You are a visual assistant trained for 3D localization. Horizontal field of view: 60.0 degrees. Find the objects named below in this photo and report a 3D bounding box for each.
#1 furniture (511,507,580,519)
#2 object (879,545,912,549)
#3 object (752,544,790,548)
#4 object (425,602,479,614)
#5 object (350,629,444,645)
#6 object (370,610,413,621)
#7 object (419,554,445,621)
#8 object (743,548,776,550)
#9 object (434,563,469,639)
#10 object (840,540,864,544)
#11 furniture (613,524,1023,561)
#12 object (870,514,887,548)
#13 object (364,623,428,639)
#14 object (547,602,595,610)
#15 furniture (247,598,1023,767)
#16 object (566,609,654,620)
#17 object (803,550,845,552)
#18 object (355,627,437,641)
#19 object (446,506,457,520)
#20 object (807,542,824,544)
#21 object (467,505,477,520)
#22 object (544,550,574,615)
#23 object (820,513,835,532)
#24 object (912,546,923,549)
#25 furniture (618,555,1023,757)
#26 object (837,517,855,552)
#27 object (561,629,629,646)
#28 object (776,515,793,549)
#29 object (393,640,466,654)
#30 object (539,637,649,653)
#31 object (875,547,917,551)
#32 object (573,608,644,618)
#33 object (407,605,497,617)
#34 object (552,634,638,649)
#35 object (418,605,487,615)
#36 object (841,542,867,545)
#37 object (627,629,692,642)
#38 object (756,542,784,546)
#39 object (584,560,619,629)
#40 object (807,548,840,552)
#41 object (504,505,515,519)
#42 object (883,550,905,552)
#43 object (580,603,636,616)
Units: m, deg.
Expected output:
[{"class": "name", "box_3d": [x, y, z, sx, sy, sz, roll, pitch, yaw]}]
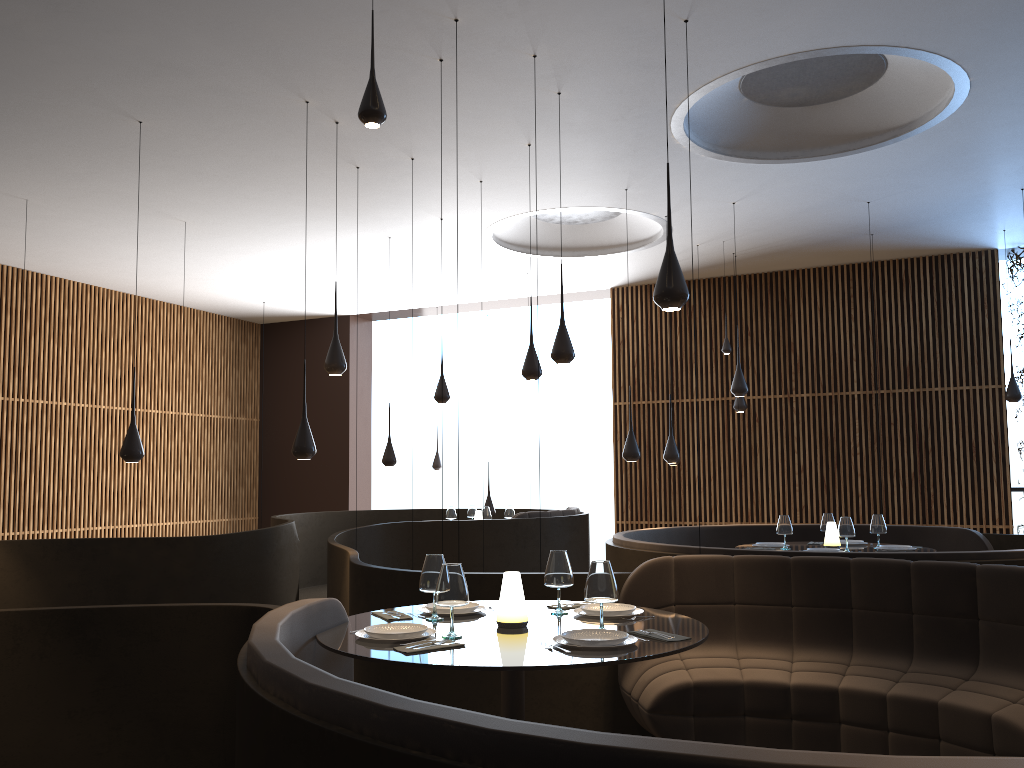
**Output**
[{"class": "furniture", "box_3d": [0.386, 2.167, 11.582, 0.931, 1.058, 2.536, -2, -6, 20]}, {"class": "object", "box_3d": [3.303, 1.410, 7.635, 0.263, 0.029, 0.263, -3, -6, 19]}, {"class": "object", "box_3d": [2.360, 1.477, 8.087, 0.332, 0.014, 0.332, 0, -6, 0]}, {"class": "object", "box_3d": [-0.289, 1.085, 4.295, 0.263, 0.029, 0.263, -4, -7, 29]}, {"class": "object", "box_3d": [-0.479, 1.028, 3.642, 0.204, 0.012, 0.411, 5, -8, -40]}, {"class": "object", "box_3d": [-0.568, 1.092, 4.178, 0.126, 0.017, 0.262, 2, -7, -26]}, {"class": "object", "box_3d": [-0.356, 0.935, 4.083, 0.142, 0.295, 0.142, 1, -5, -16]}, {"class": "object", "box_3d": [2.186, 1.459, 7.839, 0.262, 0.017, 0.126, -4, -7, 31]}, {"class": "object", "box_3d": [-0.246, 0.885, 3.623, 0.142, 0.295, 0.142, -5, -7, 42]}, {"class": "object", "box_3d": [3.153, 1.483, 8.299, 0.263, 0.029, 0.264, 0, -6, -9]}, {"class": "furniture", "box_3d": [2.806, 1.906, 7.872, 3.790, 1.116, 3.890, 0, -6, -1]}, {"class": "object", "box_3d": [3.252, 1.308, 7.872, 0.142, 0.295, 0.142, 4, -7, -44]}, {"class": "object", "box_3d": [-0.476, 1.017, 3.640, 0.263, 0.029, 0.263, 2, -7, -26]}, {"class": "object", "box_3d": [0.312, 1.112, 4.443, 0.262, 0.017, 0.127, 3, -7, -31]}, {"class": "furniture", "box_3d": [0.662, 1.290, 2.488, 3.935, 1.045, 1.985, -3, -6, 21]}, {"class": "object", "box_3d": [0.457, 1.076, 4.174, 0.204, 0.012, 0.411, 4, -8, -35]}, {"class": "object", "box_3d": [2.594, 1.399, 7.383, 0.332, 0.014, 0.332, -5, -7, 33]}, {"class": "object", "box_3d": [-0.476, 1.026, 3.639, 0.332, 0.014, 0.332, -1, -6, 6]}, {"class": "object", "box_3d": [-0.798, 1.748, 11.616, 0.142, 0.295, 0.142, -2, -5, 21]}, {"class": "object", "box_3d": [2.889, 1.518, 8.445, 0.126, 0.017, 0.262, -3, -7, 26]}, {"class": "object", "box_3d": [-0.536, 1.788, 12.010, 0.142, 0.295, 0.142, 0, -5, -3]}, {"class": "object", "box_3d": [0.224, 0.946, 4.233, 0.142, 0.295, 0.142, -3, -5, 24]}, {"class": "object", "box_3d": [2.935, 1.349, 8.223, 0.142, 0.295, 0.142, 0, -5, -9]}, {"class": "object", "box_3d": [3.492, 1.450, 7.868, 0.262, 0.017, 0.126, -5, -7, 35]}, {"class": "furniture", "box_3d": [1.724, 1.474, 4.632, 2.533, 1.058, 0.932, -4, -6, 30]}, {"class": "object", "box_3d": [2.815, 1.268, 7.464, 0.142, 0.295, 0.142, 0, -5, -5]}, {"class": "object", "box_3d": [0.322, 0.988, 3.448, 0.263, 0.029, 0.264, -1, -6, 9]}, {"class": "object", "box_3d": [2.423, 1.316, 7.874, 0.142, 0.295, 0.142, 1, -5, -14]}, {"class": "object", "box_3d": [-0.315, 1.004, 3.384, 0.262, 0.017, 0.126, 4, -8, -36]}, {"class": "object", "box_3d": [0.319, 0.999, 3.445, 0.411, 0.012, 0.205, 4, -7, -34]}, {"class": "object", "box_3d": [3.303, 1.419, 7.634, 0.332, 0.014, 0.332, -6, -8, 42]}, {"class": "object", "box_3d": [0.454, 1.075, 4.178, 0.332, 0.014, 0.332, 3, -7, -31]}, {"class": "object", "box_3d": [-0.285, 1.096, 4.297, 0.411, 0.012, 0.205, 3, -7, -30]}, {"class": "object", "box_3d": [0.322, 0.998, 3.448, 0.332, 0.014, 0.332, 1, -6, -10]}, {"class": "object", "box_3d": [-0.289, 1.095, 4.295, 0.332, 0.014, 0.332, -3, -7, 25]}, {"class": "object", "box_3d": [3.153, 1.492, 8.298, 0.332, 0.014, 0.332, -4, -7, 32]}, {"class": "object", "box_3d": [0.593, 1.017, 3.582, 0.126, 0.017, 0.262, 3, -7, -30]}, {"class": "object", "box_3d": [2.360, 1.467, 8.088, 0.263, 0.029, 0.263, -5, -8, 38]}, {"class": "object", "box_3d": [0.371, 0.886, 3.686, 0.142, 0.295, 0.142, 1, -5, -20]}, {"class": "object", "box_3d": [2.594, 1.389, 7.384, 0.263, 0.029, 0.263, -6, -8, 40]}, {"class": "object", "box_3d": [-0.031, 1.749, 11.691, 0.142, 0.295, 0.142, 0, -5, -8]}, {"class": "object", "box_3d": [3.301, 1.420, 7.630, 0.204, 0.012, 0.411, -4, -7, 31]}, {"class": "object", "box_3d": [0.454, 1.066, 4.179, 0.263, 0.029, 0.263, 3, -7, -28]}]
